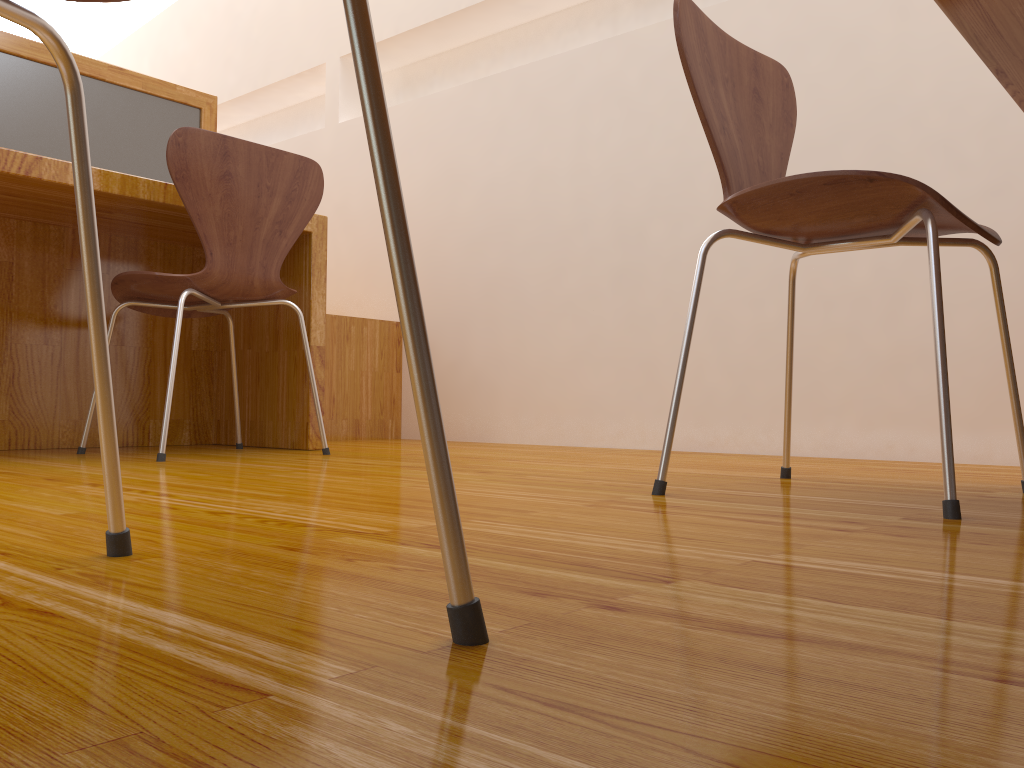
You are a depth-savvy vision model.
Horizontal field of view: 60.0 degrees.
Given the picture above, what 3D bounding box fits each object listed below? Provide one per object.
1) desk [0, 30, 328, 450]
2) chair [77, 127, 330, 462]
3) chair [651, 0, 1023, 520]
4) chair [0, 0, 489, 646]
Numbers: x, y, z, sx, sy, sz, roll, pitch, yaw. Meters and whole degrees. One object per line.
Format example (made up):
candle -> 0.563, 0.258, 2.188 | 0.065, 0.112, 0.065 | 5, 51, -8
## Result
desk -> -1.996, -0.379, 1.483 | 1.248, 1.022, 3.216 | -1, -2, 40
chair -> -0.699, -0.178, 2.046 | 0.381, 0.693, 0.428 | -1, -2, 40
chair -> 0.468, -0.192, 1.229 | 0.381, 0.693, 0.428 | -1, -2, 40
chair -> -0.286, -0.222, 0.402 | 0.381, 0.693, 0.428 | -1, -2, 40
